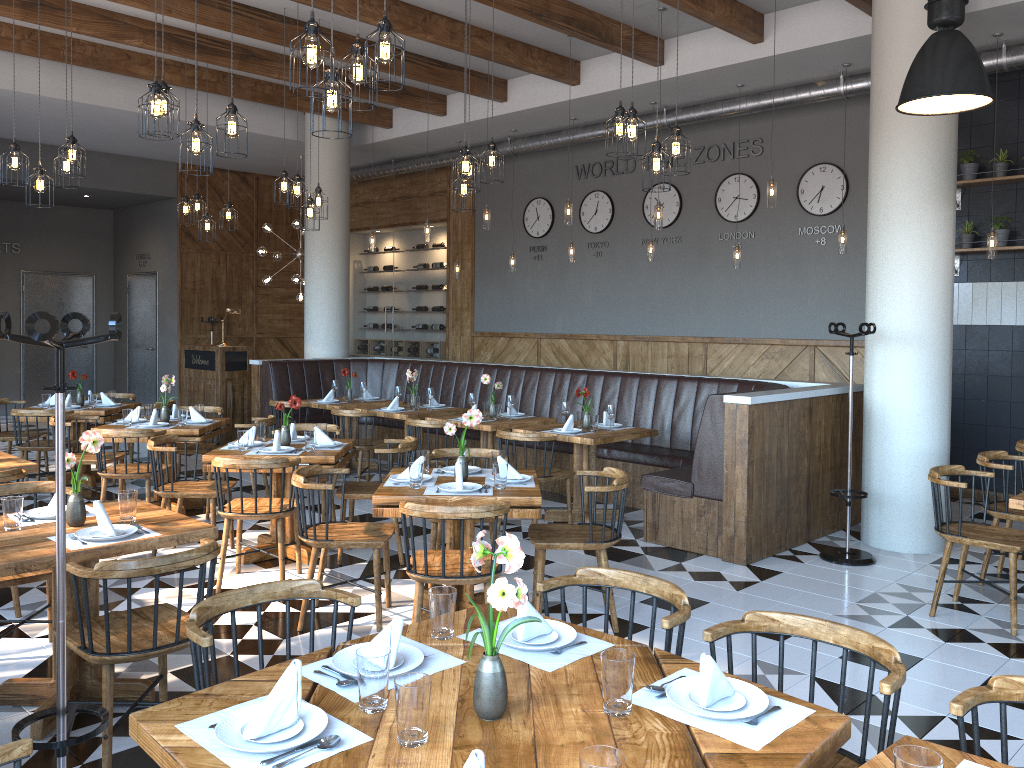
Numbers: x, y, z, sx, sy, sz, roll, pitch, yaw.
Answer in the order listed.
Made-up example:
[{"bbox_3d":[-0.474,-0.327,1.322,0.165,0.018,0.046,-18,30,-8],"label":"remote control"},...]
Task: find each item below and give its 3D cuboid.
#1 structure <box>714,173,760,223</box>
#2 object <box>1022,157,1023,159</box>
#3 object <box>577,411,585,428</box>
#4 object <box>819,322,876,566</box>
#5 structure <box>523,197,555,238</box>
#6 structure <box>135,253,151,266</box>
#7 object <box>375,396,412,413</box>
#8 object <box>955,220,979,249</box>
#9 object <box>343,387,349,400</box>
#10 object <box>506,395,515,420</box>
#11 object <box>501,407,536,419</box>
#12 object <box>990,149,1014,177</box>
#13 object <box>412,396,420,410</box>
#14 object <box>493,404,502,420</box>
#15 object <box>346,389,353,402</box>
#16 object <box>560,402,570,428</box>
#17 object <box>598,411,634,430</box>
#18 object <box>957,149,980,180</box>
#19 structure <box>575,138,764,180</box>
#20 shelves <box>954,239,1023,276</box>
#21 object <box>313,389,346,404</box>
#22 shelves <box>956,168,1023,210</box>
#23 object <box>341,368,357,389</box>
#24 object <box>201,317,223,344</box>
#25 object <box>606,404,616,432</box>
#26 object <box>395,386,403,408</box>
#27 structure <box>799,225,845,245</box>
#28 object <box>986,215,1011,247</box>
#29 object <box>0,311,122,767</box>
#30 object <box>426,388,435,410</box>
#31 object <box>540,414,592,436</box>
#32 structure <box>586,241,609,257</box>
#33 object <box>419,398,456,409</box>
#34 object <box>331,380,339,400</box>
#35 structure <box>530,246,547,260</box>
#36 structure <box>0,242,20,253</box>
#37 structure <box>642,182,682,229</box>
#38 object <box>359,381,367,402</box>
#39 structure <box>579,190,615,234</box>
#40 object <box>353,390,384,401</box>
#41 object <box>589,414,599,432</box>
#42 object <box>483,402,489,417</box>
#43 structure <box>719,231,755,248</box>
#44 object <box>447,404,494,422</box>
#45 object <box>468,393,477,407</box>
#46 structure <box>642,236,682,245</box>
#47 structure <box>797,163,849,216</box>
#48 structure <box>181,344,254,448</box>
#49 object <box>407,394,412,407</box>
[{"bbox_3d":[2.564,-2.120,10.102,0.561,0.560,0.046,3,3,44],"label":"structure"},{"bbox_3d":[4.657,-1.993,7.904,0.173,0.268,0.189,-1,3,-28],"label":"object"},{"bbox_3d":[0.576,0.296,7.375,0.080,0.132,0.080,3,3,44],"label":"object"},{"bbox_3d":[2.359,0.400,6.187,0.375,1.656,0.375,1,2,22],"label":"object"},{"bbox_3d":[0.366,-2.295,12.238,0.561,0.560,0.046,3,3,44],"label":"structure"},{"bbox_3d":[-6.170,-2.079,14.827,0.566,0.197,0.025,4,4,44],"label":"structure"},{"bbox_3d":[-1.159,0.188,8.604,0.352,0.137,0.272,4,5,44],"label":"object"},{"bbox_3d":[4.258,-1.396,8.304,0.173,0.268,0.189,-1,3,-28],"label":"object"},{"bbox_3d":[-1.813,0.106,9.697,0.080,0.132,0.080,3,3,44],"label":"object"},{"bbox_3d":[-0.012,0.208,7.931,0.081,0.215,0.081,1,2,8],"label":"object"},{"bbox_3d":[0.008,0.229,8.202,0.352,0.137,0.272,4,5,44],"label":"object"},{"bbox_3d":[4.462,-2.009,8.093,0.173,0.268,0.189,-1,3,-28],"label":"object"},{"bbox_3d":[-0.941,0.188,8.674,0.080,0.132,0.080,2,3,29],"label":"object"},{"bbox_3d":[-0.133,0.252,7.889,0.080,0.132,0.080,-1,3,-41],"label":"object"},{"bbox_3d":[-1.732,0.125,9.443,0.080,0.132,0.080,2,3,29],"label":"object"},{"bbox_3d":[0.439,0.255,7.340,0.081,0.215,0.081,-1,2,-37],"label":"object"},{"bbox_3d":[0.813,0.293,7.419,0.352,0.137,0.272,4,5,44],"label":"object"},{"bbox_3d":[4.268,-2.041,8.282,0.235,0.300,0.172,2,3,33],"label":"object"},{"bbox_3d":[1.820,-2.726,10.823,2.732,0.199,0.033,5,4,44],"label":"structure"},{"bbox_3d":[4.463,-1.155,8.112,0.905,0.297,0.247,4,5,44],"label":"shelves"},{"bbox_3d":[-1.947,0.125,9.369,0.352,0.137,0.272,4,5,44],"label":"object"},{"bbox_3d":[4.470,-1.784,8.094,0.905,0.297,0.247,4,5,44],"label":"shelves"},{"bbox_3d":[-1.770,0.004,9.561,0.171,0.355,0.156,2,3,37],"label":"object"},{"bbox_3d":[-4.761,-0.235,14.056,0.374,1.656,0.375,0,2,-23],"label":"object"},{"bbox_3d":[0.796,0.273,7.146,0.081,0.215,0.081,1,2,13],"label":"object"},{"bbox_3d":[-1.135,0.130,8.870,0.081,0.215,0.081,2,2,36],"label":"object"},{"bbox_3d":[3.290,-1.577,9.423,0.499,0.199,0.021,4,4,44],"label":"structure"},{"bbox_3d":[4.459,-1.398,8.109,0.235,0.300,0.172,2,3,33],"label":"object"},{"bbox_3d":[-1.301,0.621,2.557,0.375,1.656,0.375,1,2,27],"label":"object"},{"bbox_3d":[-0.802,0.146,8.699,0.081,0.215,0.081,0,2,-15],"label":"object"},{"bbox_3d":[0.440,0.315,7.049,0.352,0.137,0.272,4,5,44],"label":"object"},{"bbox_3d":[1.112,-1.750,11.540,0.369,0.199,0.021,4,4,44],"label":"structure"},{"bbox_3d":[-0.787,0.165,8.974,0.352,0.137,0.272,4,5,44],"label":"object"},{"bbox_3d":[-1.927,0.067,9.639,0.081,0.215,0.081,2,2,36],"label":"object"},{"bbox_3d":[0.362,-1.810,12.269,0.306,0.197,0.021,4,3,44],"label":"structure"},{"bbox_3d":[-8.429,-2.211,14.274,0.035,0.165,0.916,2,4,44],"label":"structure"},{"bbox_3d":[1.832,-2.178,10.814,0.561,0.560,0.046,3,3,44],"label":"structure"},{"bbox_3d":[-1.593,0.083,9.468,0.081,0.215,0.081,0,2,-15],"label":"object"},{"bbox_3d":[1.099,-2.236,11.526,0.561,0.560,0.046,3,3,44],"label":"structure"},{"bbox_3d":[-1.574,0.103,9.739,0.352,0.137,0.272,4,5,44],"label":"object"},{"bbox_3d":[0.657,0.315,7.121,0.080,0.132,0.080,2,3,29],"label":"object"},{"bbox_3d":[-0.232,0.231,8.161,0.080,0.132,0.080,3,3,44],"label":"object"},{"bbox_3d":[2.570,-1.634,10.123,0.443,0.199,0.021,4,4,44],"label":"structure"},{"bbox_3d":[-0.365,0.251,7.831,0.352,0.137,0.272,4,5,44],"label":"object"},{"bbox_3d":[-0.366,0.191,8.123,0.081,0.215,0.081,1,2,8],"label":"object"},{"bbox_3d":[1.831,-1.753,10.840,0.583,0.079,0.021,5,4,44],"label":"structure"},{"bbox_3d":[3.290,-2.062,9.396,0.561,0.560,0.046,3,3,44],"label":"structure"},{"bbox_3d":[-3.644,0.165,11.130,1.046,1.298,0.646,3,3,44],"label":"structure"},{"bbox_3d":[-1.022,0.169,8.928,0.080,0.132,0.080,3,3,44],"label":"object"}]
